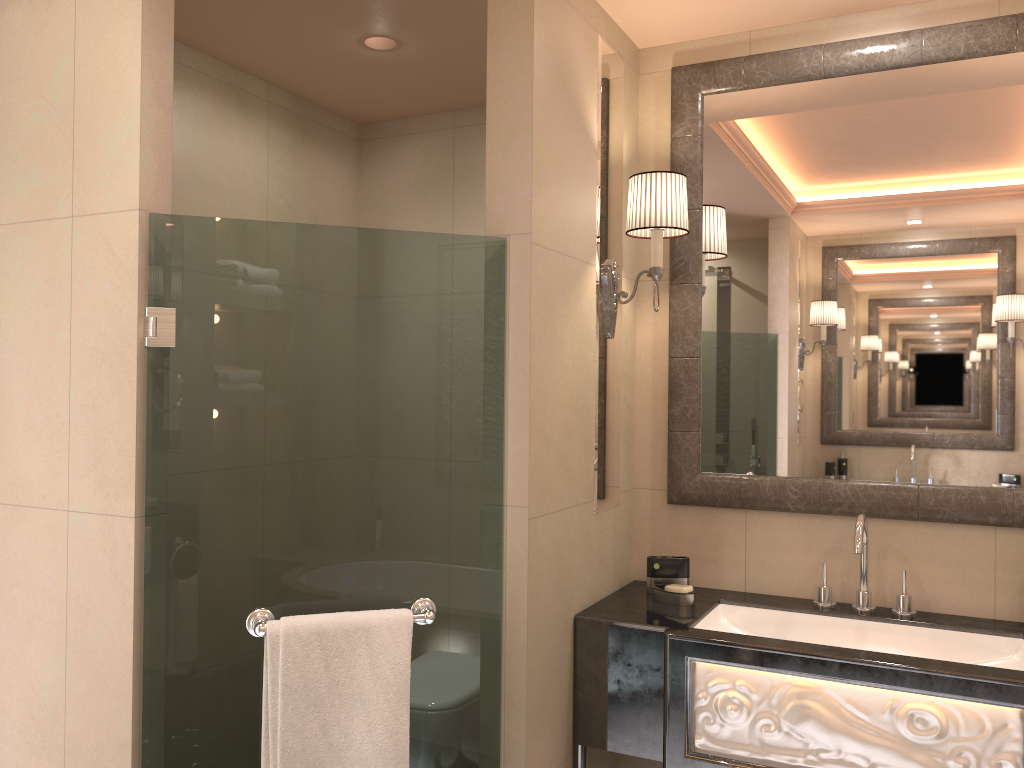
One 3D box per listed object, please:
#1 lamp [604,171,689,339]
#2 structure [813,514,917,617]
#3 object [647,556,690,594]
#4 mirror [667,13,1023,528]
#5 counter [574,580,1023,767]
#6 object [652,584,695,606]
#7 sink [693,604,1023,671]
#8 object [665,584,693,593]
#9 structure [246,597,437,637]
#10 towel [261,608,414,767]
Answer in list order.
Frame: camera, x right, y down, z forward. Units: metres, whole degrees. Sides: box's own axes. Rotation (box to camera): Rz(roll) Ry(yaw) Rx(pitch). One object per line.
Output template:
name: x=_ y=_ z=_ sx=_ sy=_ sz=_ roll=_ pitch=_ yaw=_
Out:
lamp: x=0.379 y=-0.350 z=2.466 sx=0.223 sy=0.444 sz=0.174 roll=0 pitch=0 yaw=26
structure: x=0.951 y=0.473 z=2.349 sx=0.223 sy=0.268 sz=0.242 roll=1 pitch=0 yaw=-9
object: x=0.450 y=0.551 z=2.556 sx=0.124 sy=0.104 sz=0.038 roll=1 pitch=0 yaw=1
mirror: x=0.981 y=-0.294 z=2.427 sx=1.131 sy=1.321 sz=0.041 roll=0 pitch=0 yaw=26
counter: x=0.848 y=1.033 z=2.192 sx=1.330 sy=0.858 sz=0.543 roll=0 pitch=0 yaw=26
object: x=0.447 y=0.585 z=2.457 sx=0.133 sy=0.035 sz=0.080 roll=0 pitch=-1 yaw=44
sink: x=0.841 y=0.684 z=2.173 sx=0.760 sy=0.135 sz=0.349 roll=0 pitch=0 yaw=26
object: x=0.460 y=0.564 z=2.442 sx=0.051 sy=0.022 sz=0.077 roll=1 pitch=-1 yaw=-44
structure: x=-0.358 y=0.510 z=1.916 sx=0.415 sy=0.061 sz=0.074 roll=1 pitch=0 yaw=-19
towel: x=-0.374 y=0.803 z=1.913 sx=0.313 sy=0.629 sz=0.154 roll=1 pitch=0 yaw=-7
